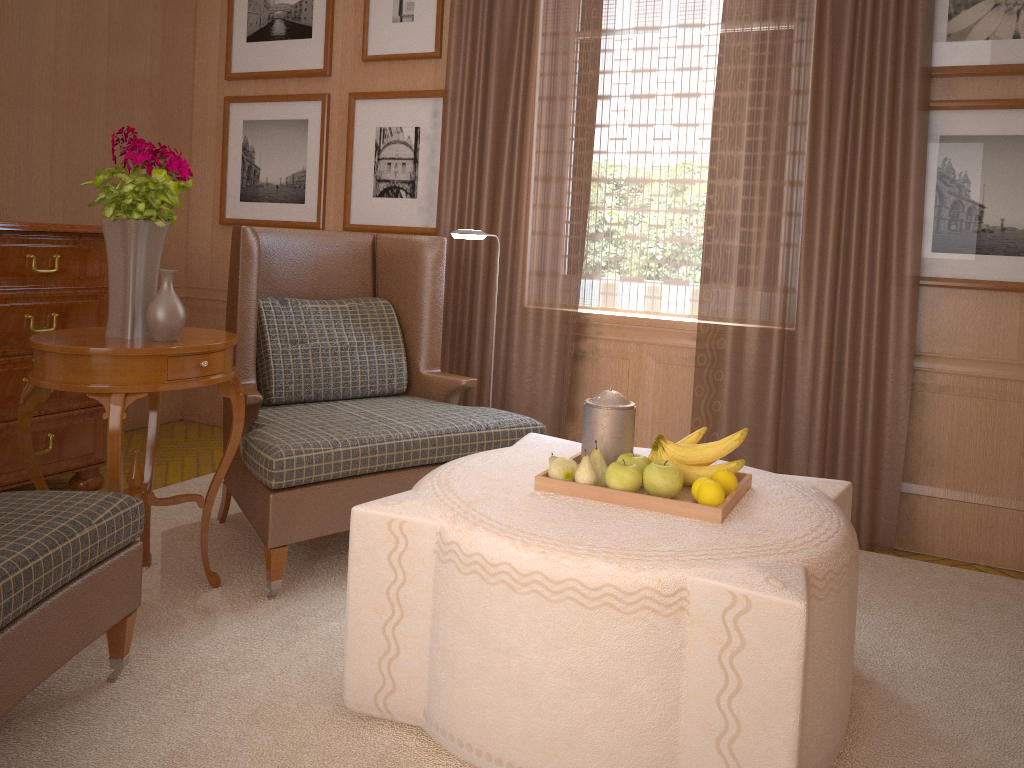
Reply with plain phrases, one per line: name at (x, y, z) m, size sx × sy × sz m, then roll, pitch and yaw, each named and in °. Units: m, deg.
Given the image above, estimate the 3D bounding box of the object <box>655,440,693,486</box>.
object at (0.810, 0.351, 3.889) m, size 0.384 × 0.199 × 0.062 m, roll 2°, pitch 3°, yaw -10°

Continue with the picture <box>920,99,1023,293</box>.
picture at (3.199, -1.231, 5.746) m, size 1.255 × 1.243 × 0.048 m, roll 6°, pitch 3°, yaw 25°

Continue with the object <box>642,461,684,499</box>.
object at (0.633, 0.406, 3.698) m, size 0.172 × 0.146 × 0.171 m, roll 1°, pitch 7°, yaw -18°

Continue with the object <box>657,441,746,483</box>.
object at (0.823, 0.347, 3.833) m, size 0.396 × 0.172 × 0.073 m, roll 3°, pitch 3°, yaw 1°

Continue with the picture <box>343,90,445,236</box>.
picture at (-1.026, -1.952, 7.758) m, size 1.054 × 1.243 × 0.048 m, roll 5°, pitch 3°, yaw 25°

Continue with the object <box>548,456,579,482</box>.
object at (0.204, 0.377, 3.837) m, size 0.133 × 0.127 × 0.196 m, roll -3°, pitch 9°, yaw -45°

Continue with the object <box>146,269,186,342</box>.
object at (-1.742, -0.396, 4.436) m, size 0.186 × 0.356 × 0.187 m, roll 1°, pitch 4°, yaw -31°

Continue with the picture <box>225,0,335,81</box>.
picture at (-2.197, -3.510, 8.298) m, size 1.255 × 1.243 × 0.048 m, roll 6°, pitch 3°, yaw 25°

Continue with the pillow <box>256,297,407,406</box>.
pillow at (-1.297, -0.245, 6.134) m, size 1.074 × 0.703 × 0.542 m, roll -3°, pitch 7°, yaw -40°

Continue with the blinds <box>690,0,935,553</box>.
blinds at (2.095, -1.311, 6.156) m, size 1.452 × 4.766 × 0.267 m, roll 4°, pitch 3°, yaw 24°

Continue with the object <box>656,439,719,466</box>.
object at (0.810, 0.302, 3.910) m, size 0.375 × 0.171 × 0.065 m, roll 2°, pitch 3°, yaw -8°

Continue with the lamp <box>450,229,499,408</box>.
lamp at (-0.231, -0.049, 6.111) m, size 0.563 × 2.016 × 0.634 m, roll 2°, pitch 3°, yaw -13°

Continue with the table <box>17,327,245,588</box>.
table at (-1.971, 0.433, 4.593) m, size 0.930 × 1.365 × 1.042 m, roll 6°, pitch 6°, yaw 33°

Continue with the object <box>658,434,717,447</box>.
object at (0.825, 0.279, 3.956) m, size 0.408 × 0.128 × 0.092 m, roll 1°, pitch 5°, yaw -16°

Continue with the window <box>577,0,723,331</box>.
window at (1.323, -2.169, 7.101) m, size 2.443 × 3.362 × 0.848 m, roll 5°, pitch 3°, yaw 25°

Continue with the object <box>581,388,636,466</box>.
object at (0.443, 0.211, 4.046) m, size 0.234 × 0.390 × 0.236 m, roll 2°, pitch 4°, yaw -8°

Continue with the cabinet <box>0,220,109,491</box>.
cabinet at (-4.058, -0.107, 5.615) m, size 1.422 × 1.930 × 2.783 m, roll 5°, pitch 7°, yaw 25°

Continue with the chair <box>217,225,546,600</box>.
chair at (-1.032, -0.015, 5.801) m, size 1.911 × 1.963 × 1.735 m, roll -2°, pitch 7°, yaw -40°

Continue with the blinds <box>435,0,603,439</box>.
blinds at (0.001, -1.576, 7.153) m, size 1.434 × 4.776 × 0.267 m, roll 4°, pitch 3°, yaw 27°

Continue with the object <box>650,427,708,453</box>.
object at (0.733, 0.283, 4.003) m, size 0.376 × 0.158 × 0.105 m, roll -4°, pitch 8°, yaw -41°

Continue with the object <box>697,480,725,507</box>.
object at (0.804, 0.455, 3.558) m, size 0.107 × 0.133 × 0.115 m, roll 1°, pitch 5°, yaw -18°

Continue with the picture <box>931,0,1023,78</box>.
picture at (3.273, -2.629, 5.692) m, size 1.255 × 1.243 × 0.048 m, roll 6°, pitch 3°, yaw 25°

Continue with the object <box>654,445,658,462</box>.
object at (0.769, 0.342, 3.975) m, size 0.394 × 0.181 × 0.062 m, roll -3°, pitch 6°, yaw -35°

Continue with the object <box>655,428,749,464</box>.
object at (0.831, 0.268, 3.842) m, size 0.404 × 0.168 × 0.071 m, roll 3°, pitch 3°, yaw 2°

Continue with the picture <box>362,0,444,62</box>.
picture at (-0.954, -3.319, 7.705) m, size 0.808 × 0.953 × 0.048 m, roll 5°, pitch 3°, yaw 25°

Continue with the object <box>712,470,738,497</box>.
object at (0.909, 0.432, 3.767) m, size 0.107 × 0.133 × 0.115 m, roll 1°, pitch 5°, yaw -18°

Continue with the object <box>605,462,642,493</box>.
object at (0.470, 0.401, 3.707) m, size 0.156 × 0.134 × 0.160 m, roll 7°, pitch 7°, yaw 29°

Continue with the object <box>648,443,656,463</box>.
object at (0.718, 0.332, 4.014) m, size 0.072 × 0.184 × 0.393 m, roll 6°, pitch 8°, yaw 39°

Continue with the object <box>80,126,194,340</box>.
object at (-1.902, -0.785, 4.517) m, size 0.527 × 1.084 × 0.457 m, roll 5°, pitch 4°, yaw 24°

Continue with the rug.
rug at (-0.923, 1.418, 3.140) m, size 6.021 × 0.020 × 8.009 m, roll 7°, pitch 10°, yaw 25°

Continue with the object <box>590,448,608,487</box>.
object at (0.371, 0.371, 3.851) m, size 0.130 × 0.196 × 0.131 m, roll 1°, pitch 5°, yaw -29°

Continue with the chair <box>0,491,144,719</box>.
chair at (-2.428, 0.388, 2.840) m, size 1.720 × 1.963 × 1.928 m, roll 3°, pitch 6°, yaw 0°

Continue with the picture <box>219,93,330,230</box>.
picture at (-2.271, -2.113, 8.352) m, size 1.255 × 1.243 × 0.048 m, roll 6°, pitch 3°, yaw 25°

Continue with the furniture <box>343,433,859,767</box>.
furniture at (0.495, 0.900, 3.944) m, size 1.957 × 0.894 × 1.964 m, roll 6°, pitch 9°, yaw 22°

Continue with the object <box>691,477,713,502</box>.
object at (0.801, 0.445, 3.654) m, size 0.111 × 0.110 × 0.134 m, roll 6°, pitch 7°, yaw 28°

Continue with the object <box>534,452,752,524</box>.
object at (0.594, 0.432, 3.893) m, size 0.804 × 0.059 × 0.643 m, roll 7°, pitch 10°, yaw 25°

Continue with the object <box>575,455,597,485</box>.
object at (0.316, 0.370, 3.746) m, size 0.098 × 0.147 × 0.099 m, roll 1°, pitch 5°, yaw -29°

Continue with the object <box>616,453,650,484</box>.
object at (0.530, 0.378, 3.868) m, size 0.156 × 0.134 × 0.160 m, roll 7°, pitch 7°, yaw 29°
